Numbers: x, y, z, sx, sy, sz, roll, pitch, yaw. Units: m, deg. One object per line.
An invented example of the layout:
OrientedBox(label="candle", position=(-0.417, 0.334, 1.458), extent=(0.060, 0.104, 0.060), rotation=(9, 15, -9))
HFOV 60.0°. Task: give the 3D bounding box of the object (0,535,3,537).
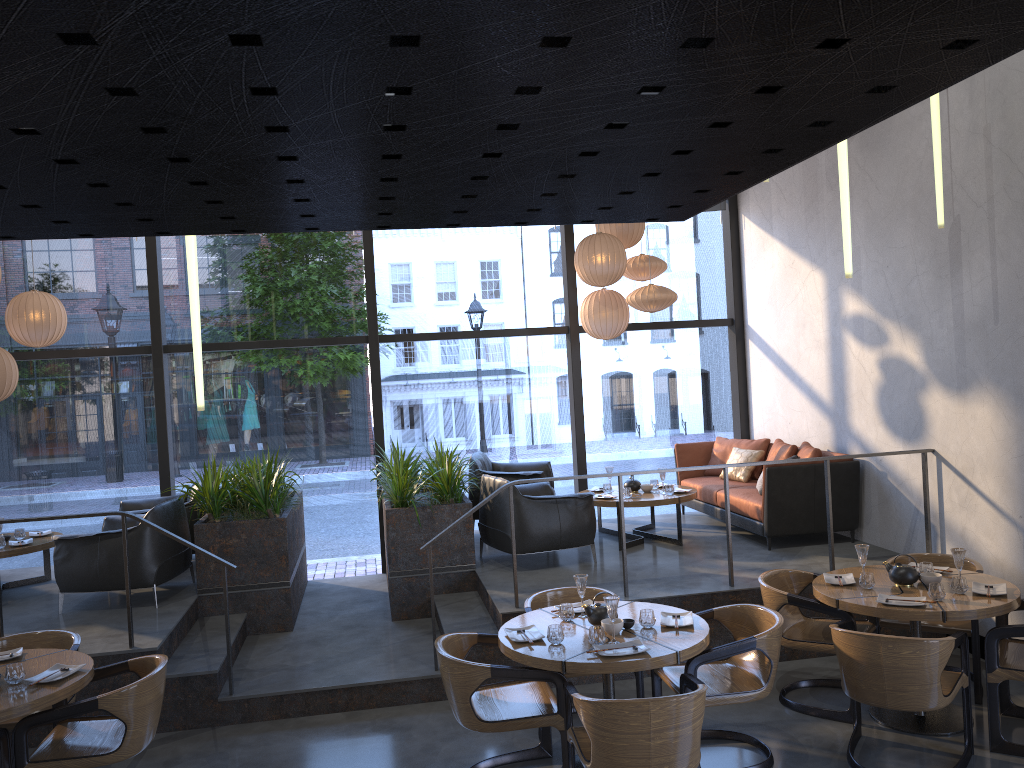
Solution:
OrientedBox(label="object", position=(-4.178, 1.262, 7.172), extent=(0.116, 0.065, 0.116), rotation=(-3, 1, 20))

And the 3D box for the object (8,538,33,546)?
OrientedBox(label="object", position=(-3.908, 1.269, 7.057), extent=(0.170, 0.025, 0.294), rotation=(-4, 1, -29))

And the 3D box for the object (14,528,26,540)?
OrientedBox(label="object", position=(-4.081, 1.244, 7.353), extent=(0.086, 0.086, 0.086), rotation=(-3, 1, -5))

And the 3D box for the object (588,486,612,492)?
OrientedBox(label="object", position=(0.808, 0.992, 8.328), extent=(0.170, 0.025, 0.294), rotation=(-3, 1, 26))

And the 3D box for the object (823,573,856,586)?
OrientedBox(label="object", position=(1.960, 1.176, 5.303), extent=(0.170, 0.025, 0.294), rotation=(-3, 1, 16))

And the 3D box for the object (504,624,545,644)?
OrientedBox(label="object", position=(0.069, 1.290, 4.539), extent=(0.170, 0.025, 0.294), rotation=(-3, 1, -12))

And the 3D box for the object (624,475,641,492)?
OrientedBox(label="object", position=(1.104, 0.900, 8.150), extent=(0.163, 0.179, 0.168), rotation=(-4, 1, -44))

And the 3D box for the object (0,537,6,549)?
OrientedBox(label="object", position=(-4.014, 1.245, 6.946), extent=(0.086, 0.086, 0.086), rotation=(-3, 1, -5))

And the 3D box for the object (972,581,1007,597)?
OrientedBox(label="object", position=(2.638, 1.142, 4.902), extent=(0.170, 0.025, 0.294), rotation=(-3, 1, 29))

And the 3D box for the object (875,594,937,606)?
OrientedBox(label="object", position=(2.126, 1.172, 4.780), extent=(0.294, 0.025, 0.170), rotation=(-3, 1, 29))

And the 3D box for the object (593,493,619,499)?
OrientedBox(label="object", position=(0.835, 0.996, 7.840), extent=(0.170, 0.025, 0.294), rotation=(-4, 1, -29))

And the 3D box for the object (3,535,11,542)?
OrientedBox(label="object", position=(-4.156, 1.272, 7.280), extent=(0.080, 0.042, 0.080), rotation=(-3, 1, -24))

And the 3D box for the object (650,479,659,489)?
OrientedBox(label="object", position=(1.324, 0.933, 8.244), extent=(0.086, 0.086, 0.086), rotation=(-3, 1, -5))

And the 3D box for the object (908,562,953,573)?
OrientedBox(label="object", position=(2.561, 1.140, 5.456), extent=(0.170, 0.025, 0.294), rotation=(-4, 1, -39))

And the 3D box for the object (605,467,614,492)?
OrientedBox(label="object", position=(0.911, 0.885, 8.248), extent=(0.082, 0.227, 0.082), rotation=(-4, 1, -27))

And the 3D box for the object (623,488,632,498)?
OrientedBox(label="object", position=(1.009, 0.956, 7.774), extent=(0.086, 0.086, 0.086), rotation=(-3, 1, -5))

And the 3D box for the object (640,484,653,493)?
OrientedBox(label="object", position=(1.227, 0.951, 8.063), extent=(0.116, 0.065, 0.116), rotation=(-3, 1, 20))

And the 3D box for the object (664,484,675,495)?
OrientedBox(label="object", position=(1.391, 0.934, 7.837), extent=(0.086, 0.086, 0.086), rotation=(-3, 1, -5))

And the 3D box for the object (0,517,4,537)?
OrientedBox(label="object", position=(-4.058, 1.176, 7.020), extent=(0.082, 0.227, 0.082), rotation=(-3, 1, 34))

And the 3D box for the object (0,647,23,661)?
OrientedBox(label="object", position=(-2.748, 1.445, 4.671), extent=(0.294, 0.025, 0.170), rotation=(-3, 1, -25))

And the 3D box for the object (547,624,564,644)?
OrientedBox(label="object", position=(0.217, 1.252, 4.426), extent=(0.086, 0.086, 0.086), rotation=(-3, 1, 16))

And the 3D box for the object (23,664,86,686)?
OrientedBox(label="object", position=(-2.239, 1.421, 4.316), extent=(0.170, 0.025, 0.294), rotation=(-3, 1, 10))

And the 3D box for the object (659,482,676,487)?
OrientedBox(label="object", position=(1.426, 0.957, 8.372), extent=(0.170, 0.025, 0.294), rotation=(-4, 1, -29))

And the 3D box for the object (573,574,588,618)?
OrientedBox(label="object", position=(0.384, 1.166, 4.876), extent=(0.082, 0.227, 0.082), rotation=(-3, 1, 12))

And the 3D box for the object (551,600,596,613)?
OrientedBox(label="object", position=(0.355, 1.268, 5.007), extent=(0.294, 0.025, 0.170), rotation=(-3, 1, -25))

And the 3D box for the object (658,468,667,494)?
OrientedBox(label="object", position=(1.346, 0.865, 7.911), extent=(0.082, 0.227, 0.082), rotation=(-3, 1, 34))

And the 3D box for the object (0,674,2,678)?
OrientedBox(label="object", position=(-2.504, 1.427, 4.272), extent=(0.080, 0.042, 0.080), rotation=(-3, 1, 15))

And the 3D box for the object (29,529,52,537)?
OrientedBox(label="object", position=(-3.978, 1.268, 7.481), extent=(0.170, 0.025, 0.294), rotation=(-4, 1, -29))

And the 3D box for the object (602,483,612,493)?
OrientedBox(label="object", position=(0.876, 0.959, 8.150), extent=(0.086, 0.086, 0.086), rotation=(-3, 1, 28))

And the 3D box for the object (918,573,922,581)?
OrientedBox(label="object", position=(2.422, 1.142, 5.227), extent=(0.080, 0.042, 0.080), rotation=(-4, 1, -27))

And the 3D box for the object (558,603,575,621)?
OrientedBox(label="object", position=(0.297, 1.243, 4.825), extent=(0.086, 0.086, 0.086), rotation=(-4, 1, -27))

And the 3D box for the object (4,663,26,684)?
OrientedBox(label="object", position=(-2.400, 1.399, 4.280), extent=(0.086, 0.086, 0.086), rotation=(-3, 1, 38))

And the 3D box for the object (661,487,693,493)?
OrientedBox(label="object", position=(1.496, 0.958, 7.949), extent=(0.170, 0.025, 0.294), rotation=(-4, 1, -29))
